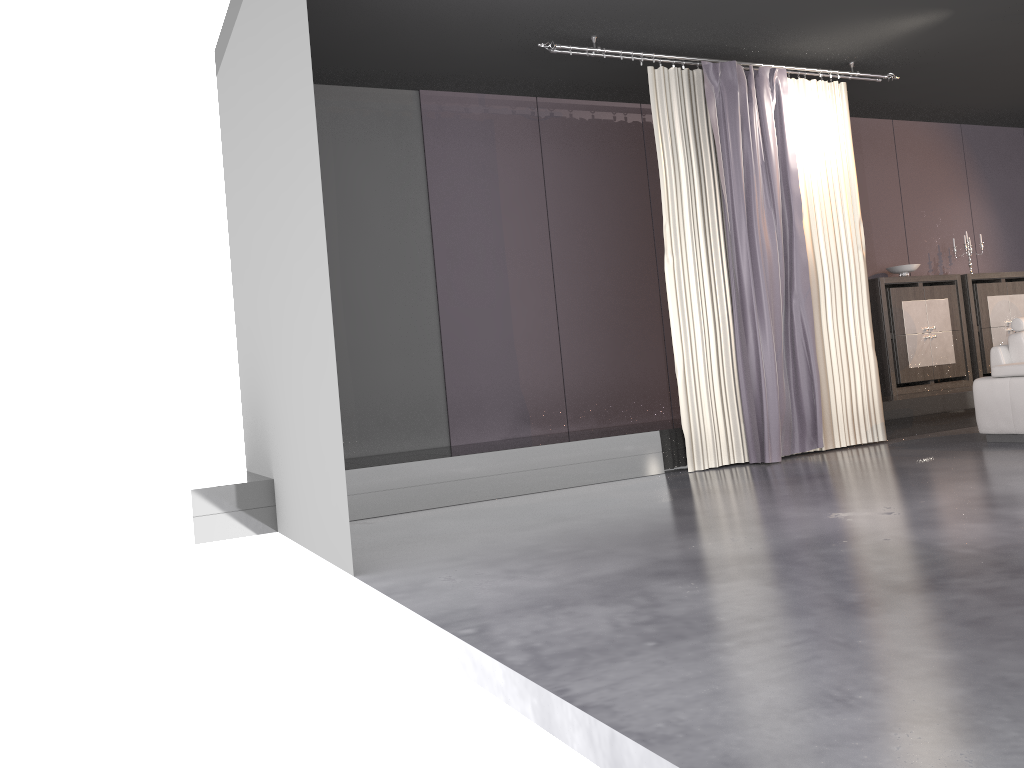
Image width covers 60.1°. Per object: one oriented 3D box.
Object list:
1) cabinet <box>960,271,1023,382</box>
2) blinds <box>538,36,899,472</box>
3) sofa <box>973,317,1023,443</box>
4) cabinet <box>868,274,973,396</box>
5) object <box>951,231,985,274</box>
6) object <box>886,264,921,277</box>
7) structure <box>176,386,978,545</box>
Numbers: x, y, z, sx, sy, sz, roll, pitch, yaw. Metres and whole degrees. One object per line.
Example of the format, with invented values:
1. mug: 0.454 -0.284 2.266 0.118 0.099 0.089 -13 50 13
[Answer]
1. cabinet: 4.852 -0.564 8.880 1.073 1.077 0.410 -5 -3 -25
2. blinds: 1.786 -0.956 6.372 3.293 3.004 0.248 -5 -3 -25
3. sofa: 4.925 -0.170 6.067 2.865 0.860 1.863 -5 -1 -25
4. cabinet: 3.802 -0.468 8.380 1.073 1.077 0.410 -5 -3 -25
5. object: 4.551 -1.301 8.825 0.229 0.447 0.229 -5 -2 -8
6. object: 3.732 -1.061 8.442 0.308 0.117 0.308 -5 -1 8
7. structure: 1.999 0.386 7.165 8.783 0.301 0.997 -5 0 -25
